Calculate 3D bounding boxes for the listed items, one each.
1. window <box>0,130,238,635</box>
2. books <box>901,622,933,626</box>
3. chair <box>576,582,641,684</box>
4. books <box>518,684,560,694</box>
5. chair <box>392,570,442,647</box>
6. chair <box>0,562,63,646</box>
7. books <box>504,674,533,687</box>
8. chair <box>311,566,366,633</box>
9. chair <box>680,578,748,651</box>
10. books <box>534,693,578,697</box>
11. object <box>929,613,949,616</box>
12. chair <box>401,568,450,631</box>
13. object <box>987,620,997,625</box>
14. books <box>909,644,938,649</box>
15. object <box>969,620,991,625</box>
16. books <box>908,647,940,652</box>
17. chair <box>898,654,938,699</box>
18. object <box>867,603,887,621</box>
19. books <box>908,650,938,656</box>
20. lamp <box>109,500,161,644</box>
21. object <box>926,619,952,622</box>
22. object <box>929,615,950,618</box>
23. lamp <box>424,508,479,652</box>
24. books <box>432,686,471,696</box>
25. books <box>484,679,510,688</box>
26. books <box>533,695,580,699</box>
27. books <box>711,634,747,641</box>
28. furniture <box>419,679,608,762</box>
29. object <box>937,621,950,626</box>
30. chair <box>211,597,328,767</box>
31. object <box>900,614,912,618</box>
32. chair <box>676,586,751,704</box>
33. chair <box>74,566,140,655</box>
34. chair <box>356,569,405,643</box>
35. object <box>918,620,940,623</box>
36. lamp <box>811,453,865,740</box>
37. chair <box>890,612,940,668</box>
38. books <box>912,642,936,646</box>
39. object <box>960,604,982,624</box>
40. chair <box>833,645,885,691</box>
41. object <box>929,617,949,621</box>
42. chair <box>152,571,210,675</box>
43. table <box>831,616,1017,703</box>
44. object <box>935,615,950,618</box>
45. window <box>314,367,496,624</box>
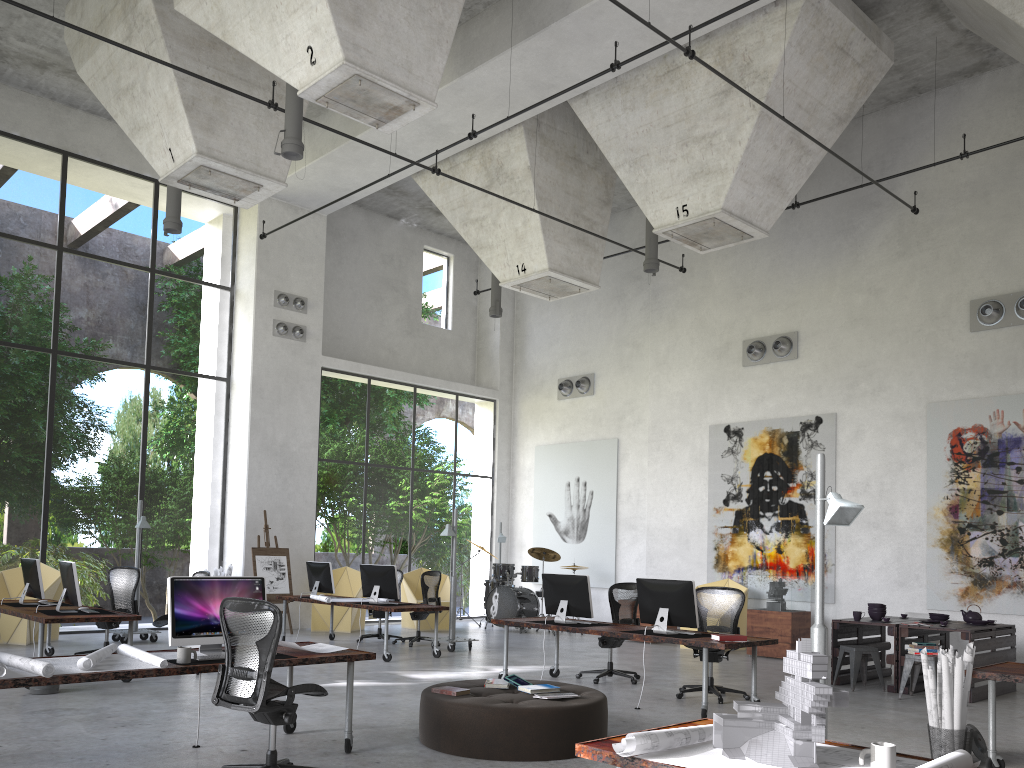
[{"bbox_3d":[-7.348,0.107,14.064,6.009,7.776,0.067,7,-6,-44],"label":"window"},{"bbox_3d":[4.684,2.769,10.157,0.304,0.030,0.226,-1,-11,14],"label":"books"},{"bbox_3d":[1.174,2.961,10.537,0.793,1.174,0.778,-2,-6,30],"label":"chair"},{"bbox_3d":[0.219,2.448,7.056,0.286,0.033,0.199,8,-12,-30],"label":"books"},{"bbox_3d":[-1.481,3.546,13.946,0.792,1.174,0.780,1,-6,10],"label":"chair"},{"bbox_3d":[-7.226,3.218,12.938,0.979,1.158,0.946,1,-6,2],"label":"chair"},{"bbox_3d":[0.054,2.466,7.265,0.205,0.102,0.146,-4,-10,31],"label":"books"},{"bbox_3d":[-3.160,3.917,16.025,0.979,1.158,0.946,1,-6,5],"label":"chair"},{"bbox_3d":[3.330,3.788,14.466,0.984,1.158,0.942,-5,-9,44],"label":"chair"},{"bbox_3d":[0.340,2.408,6.802,0.301,0.039,0.223,3,-11,-9],"label":"books"},{"bbox_3d":[5.209,2.832,10.721,0.231,0.057,0.230,11,-14,-43],"label":"object"},{"bbox_3d":[-1.599,4.099,16.762,0.983,1.158,0.943,4,-7,-24],"label":"chair"},{"bbox_3d":[5.732,2.848,10.501,0.116,0.055,0.140,0,-10,7],"label":"object"},{"bbox_3d":[4.547,2.902,9.704,0.254,0.032,0.177,0,-11,7],"label":"books"},{"bbox_3d":[5.535,2.824,10.392,0.229,0.046,0.232,-3,-12,23],"label":"object"},{"bbox_3d":[4.551,2.934,9.699,0.285,0.033,0.200,4,-11,-12],"label":"books"},{"bbox_3d":[4.537,3.226,9.667,0.421,0.485,0.441,-4,-9,41],"label":"chair"},{"bbox_3d":[4.475,2.791,10.767,0.215,0.212,0.194,8,-9,-42],"label":"object"},{"bbox_3d":[4.550,2.968,9.698,0.284,0.034,0.201,1,-11,2],"label":"books"},{"bbox_3d":[-5.677,2.830,13.303,0.583,2.133,0.598,5,-5,-44],"label":"lamp"},{"bbox_3d":[5.213,2.891,10.714,0.295,0.024,0.300,-3,-12,23],"label":"object"},{"bbox_3d":[5.213,2.855,10.714,0.229,0.062,0.231,-8,-14,41],"label":"object"},{"bbox_3d":[-0.889,2.968,13.375,0.600,2.133,0.581,5,-5,-44],"label":"lamp"},{"bbox_3d":[-0.477,2.402,6.876,0.255,0.032,0.177,-7,-13,37],"label":"books"},{"bbox_3d":[-0.121,2.481,7.279,0.197,0.034,0.289,1,-11,2],"label":"books"},{"bbox_3d":[0.344,2.411,6.776,0.302,0.031,0.222,7,-12,-28],"label":"books"},{"bbox_3d":[2.056,2.407,8.338,0.285,0.051,0.205,4,-11,-11],"label":"books"},{"bbox_3d":[0.013,2.671,7.063,1.521,0.424,1.519,11,-14,-41],"label":"furniture"},{"bbox_3d":[4.912,2.732,10.007,0.138,0.056,0.118,-2,-10,22],"label":"object"},{"bbox_3d":[-1.533,1.934,5.554,0.770,1.173,0.802,0,-6,20],"label":"chair"},{"bbox_3d":[5.036,2.976,11.262,0.138,0.056,0.117,7,-11,-28],"label":"object"},{"bbox_3d":[2.178,2.779,9.447,0.770,1.173,0.802,0,-6,15],"label":"chair"},{"bbox_3d":[-5.164,2.941,11.301,0.770,1.173,0.802,1,-6,10],"label":"chair"},{"bbox_3d":[-2.097,3.588,14.254,0.770,1.173,0.802,2,-6,-5],"label":"chair"},{"bbox_3d":[5.004,2.852,10.536,0.235,0.019,0.237,-8,-14,41],"label":"object"},{"bbox_3d":[1.839,1.485,5.257,0.580,2.133,0.600,3,-4,-19],"label":"lamp"},{"bbox_3d":[5.517,3.522,11.889,0.695,0.811,0.781,-2,-8,31],"label":"chair"},{"bbox_3d":[4.552,2.873,9.704,0.204,0.025,0.146,1,-11,2],"label":"books"},{"bbox_3d":[5.587,2.792,10.660,0.219,0.230,0.214,-5,-9,44],"label":"object"},{"bbox_3d":[4.101,3.352,10.381,0.420,0.484,0.443,2,-7,-9],"label":"chair"},{"bbox_3d":[5.212,2.870,10.714,0.229,0.046,0.233,0,-11,6],"label":"object"},{"bbox_3d":[-3.874,2.792,10.345,0.772,1.174,0.800,-2,-7,35],"label":"chair"},{"bbox_3d":[4.970,3.274,10.616,1.519,0.787,1.611,10,-13,-43],"label":"table"},{"bbox_3d":[5.215,2.843,10.718,0.230,0.062,0.230,-8,-14,41],"label":"object"},{"bbox_3d":[-2.070,2.441,18.084,4.600,4.845,0.020,8,-7,-44],"label":"window"}]
